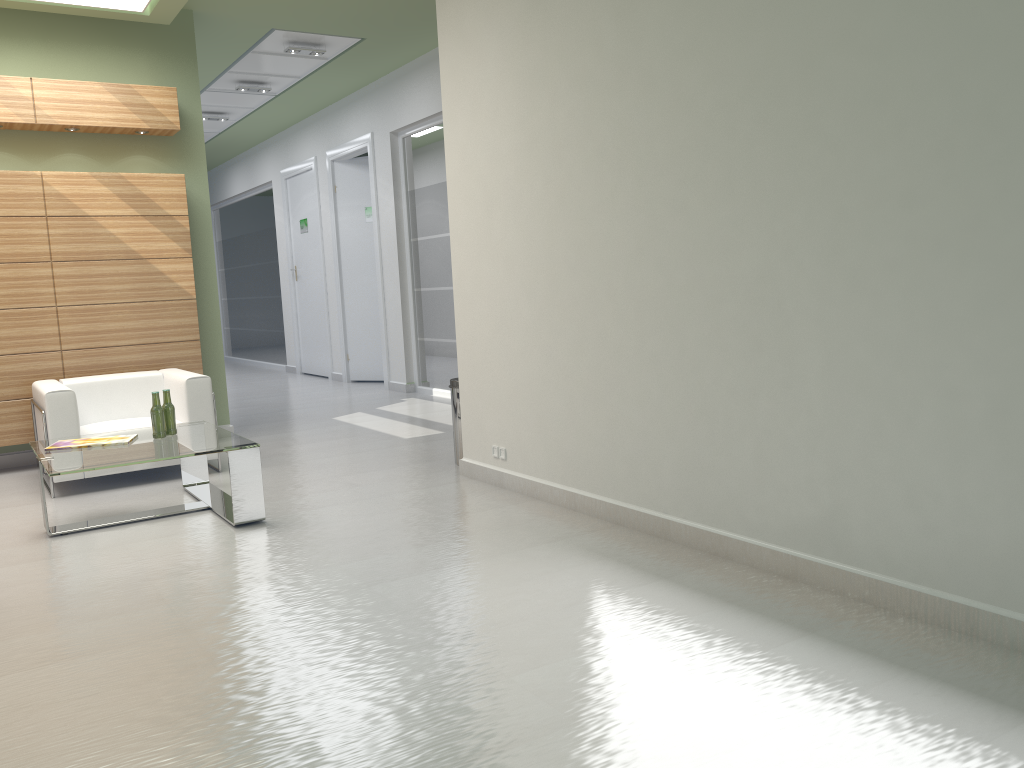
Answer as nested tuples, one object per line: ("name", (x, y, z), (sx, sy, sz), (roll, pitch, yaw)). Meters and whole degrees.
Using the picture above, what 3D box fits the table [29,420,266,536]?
("table", (-3.688, 0.953, 8.837), (1.783, 0.742, 2.197), (-7, 8, -32))

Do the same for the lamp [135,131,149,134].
("lamp", (-5.180, -3.548, 12.408), (0.181, 0.074, 0.181), (-8, 8, -37))

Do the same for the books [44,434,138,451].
("books", (-4.206, 0.586, 8.896), (0.762, 0.025, 0.508), (-4, 7, -12))

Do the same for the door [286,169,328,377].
("door", (-5.223, -2.758, 22.581), (0.250, 5.083, 2.089), (-7, 8, -32))

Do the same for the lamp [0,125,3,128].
("lamp", (-6.687, -3.360, 11.464), (0.181, 0.074, 0.181), (-8, 8, -37))

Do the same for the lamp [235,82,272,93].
("lamp", (-5.185, -5.954, 17.764), (0.657, 0.159, 0.286), (-7, 8, -32))

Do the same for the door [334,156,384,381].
("door", (-3.013, -2.603, 20.191), (2.089, 5.083, 0.134), (0, 7, 28))

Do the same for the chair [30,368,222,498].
("chair", (-4.857, 0.534, 11.110), (1.894, 1.234, 1.802), (-7, 8, -32))

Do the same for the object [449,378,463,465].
("object", (-0.497, 0.443, 10.706), (0.482, 1.027, 0.483), (1, 7, 29))

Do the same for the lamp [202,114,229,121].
("lamp", (-6.892, -6.170, 20.448), (0.657, 0.159, 0.286), (-7, 8, -32))

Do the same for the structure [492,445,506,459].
("structure", (-0.138, 0.720, 9.372), (0.017, 0.118, 0.262), (-7, 8, -32))

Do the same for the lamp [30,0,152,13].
("lamp", (-5.471, -4.675, 8.416), (4.571, 0.325, 5.060), (-7, 8, -32))

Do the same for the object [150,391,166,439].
("object", (-3.597, 0.315, 8.999), (0.131, 0.475, 0.131), (0, 7, 23))

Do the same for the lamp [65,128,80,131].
("lamp", (-5.926, -3.455, 11.941), (0.181, 0.074, 0.181), (-1, 7, 18))

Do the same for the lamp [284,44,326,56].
("lamp", (-3.550, -5.747, 15.195), (0.657, 0.159, 0.286), (-7, 8, -32))

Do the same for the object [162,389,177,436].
("object", (-3.553, 0.293, 9.169), (0.131, 0.475, 0.131), (0, 7, 23))
